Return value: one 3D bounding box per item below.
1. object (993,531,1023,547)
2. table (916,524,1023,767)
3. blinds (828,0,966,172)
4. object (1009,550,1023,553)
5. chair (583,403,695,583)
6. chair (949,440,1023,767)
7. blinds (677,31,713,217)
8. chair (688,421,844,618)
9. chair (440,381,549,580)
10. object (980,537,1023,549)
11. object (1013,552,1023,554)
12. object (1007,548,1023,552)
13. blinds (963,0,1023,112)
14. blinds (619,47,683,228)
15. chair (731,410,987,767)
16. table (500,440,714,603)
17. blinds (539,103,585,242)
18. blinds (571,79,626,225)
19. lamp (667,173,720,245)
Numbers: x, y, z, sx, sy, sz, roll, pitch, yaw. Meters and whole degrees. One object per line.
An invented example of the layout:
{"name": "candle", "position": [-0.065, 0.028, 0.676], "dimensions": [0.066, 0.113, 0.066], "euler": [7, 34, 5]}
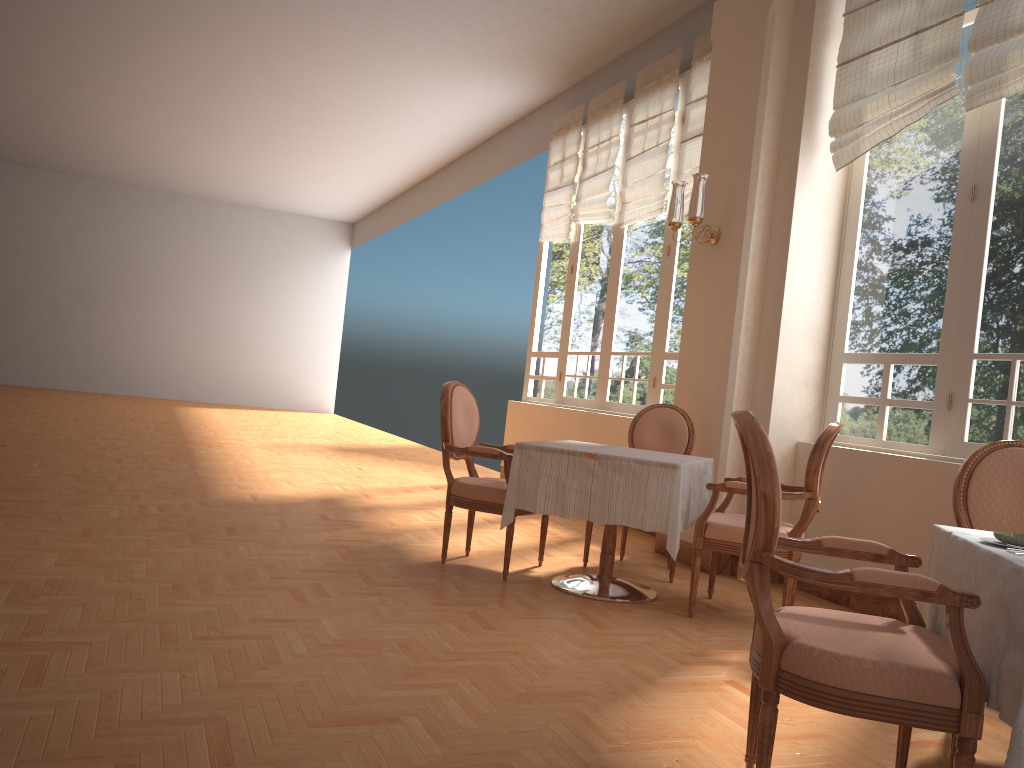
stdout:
{"name": "object", "position": [1.189, 0.367, 2.072], "dimensions": [0.117, 0.024, 0.117], "euler": [6, 0, -12]}
{"name": "table", "position": [1.410, 0.746, 1.963], "dimensions": [0.829, 0.680, 0.837], "euler": [6, 0, 11]}
{"name": "blinds", "position": [1.962, -1.813, 4.478], "dimensions": [0.072, 1.376, 0.843], "euler": [6, 0, -22]}
{"name": "object", "position": [1.164, 0.376, 1.956], "dimensions": [0.125, 0.002, 0.016], "euler": [6, 0, 12]}
{"name": "chair", "position": [0.755, 0.566, 4.952], "dimensions": [0.520, 0.931, 0.593], "euler": [6, 0, 22]}
{"name": "chair", "position": [1.556, 0.640, 2.650], "dimensions": [0.521, 0.931, 0.593], "euler": [6, 0, 11]}
{"name": "blinds", "position": [1.406, -1.863, 6.257], "dimensions": [0.072, 1.376, 0.698], "euler": [6, 0, -21]}
{"name": "chair", "position": [1.151, 0.604, 4.047], "dimensions": [0.592, 0.931, 0.521], "euler": [6, 0, 22]}
{"name": "chair", "position": [-0.112, 0.471, 4.586], "dimensions": [0.592, 0.931, 0.521], "euler": [6, 0, 22]}
{"name": "object", "position": [1.188, 0.377, 2.071], "dimensions": [0.171, 0.005, 0.171], "euler": [6, 0, 15]}
{"name": "object", "position": [1.161, 0.374, 1.930], "dimensions": [0.125, 0.006, 0.027], "euler": [6, 0, 11]}
{"name": "object", "position": [1.171, 0.376, 1.976], "dimensions": [0.127, 0.004, 0.013], "euler": [6, 0, 12]}
{"name": "blinds", "position": [2.281, -1.853, 3.713], "dimensions": [0.085, 1.235, 0.787], "euler": [6, 0, -22]}
{"name": "blinds", "position": [1.080, -1.932, 7.043], "dimensions": [0.054, 1.301, 0.689], "euler": [6, 0, -22]}
{"name": "chair", "position": [0.777, 0.553, 2.120], "dimensions": [0.593, 0.931, 0.521], "euler": [6, 0, 11]}
{"name": "table", "position": [0.483, 0.660, 4.305], "dimensions": [0.829, 0.677, 0.831], "euler": [6, 0, 23]}
{"name": "blinds", "position": [0.470, -1.994, 8.568], "dimensions": [0.038, 1.293, 0.689], "euler": [6, 0, -22]}
{"name": "blinds", "position": [0.756, -1.995, 7.832], "dimensions": [0.085, 1.235, 0.699], "euler": [6, 0, -22]}
{"name": "lamp", "position": [1.096, -1.014, 5.216], "dimensions": [0.274, 0.362, 0.320], "euler": [6, 0, -22]}
